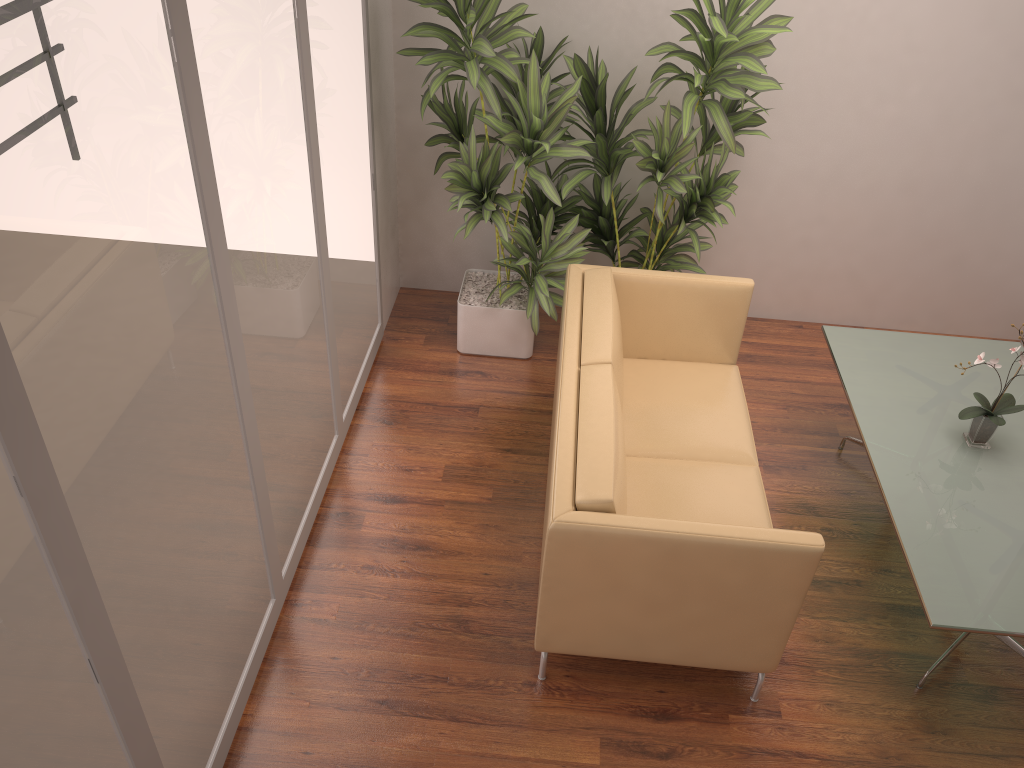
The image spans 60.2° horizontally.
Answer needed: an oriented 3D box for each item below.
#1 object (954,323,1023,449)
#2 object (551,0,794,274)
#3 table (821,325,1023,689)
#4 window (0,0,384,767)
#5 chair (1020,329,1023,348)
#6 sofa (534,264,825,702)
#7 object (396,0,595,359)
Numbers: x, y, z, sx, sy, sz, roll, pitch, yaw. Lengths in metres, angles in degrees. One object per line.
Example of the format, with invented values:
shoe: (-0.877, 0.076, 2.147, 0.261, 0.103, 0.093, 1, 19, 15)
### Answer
object: (1.930, -0.007, 3.383, 0.370, 0.618, 0.284, 2, 38, -2)
object: (0.695, -1.087, 4.399, 1.077, 2.206, 0.925, 13, 39, 12)
table: (1.866, 0.515, 3.688, 0.939, 0.587, 1.784, 5, 37, 2)
window: (-0.970, 0.657, 0.820, 0.062, 3.438, 8.164, 5, 37, 2)
chair: (2.824, -0.174, 4.400, 0.540, 0.944, 0.538, 18, 40, 18)
sofa: (0.599, 0.280, 3.655, 0.878, 0.878, 1.718, 5, 37, 2)
object: (0.021, -1.140, 4.412, 0.961, 2.206, 1.036, 17, 39, 16)
